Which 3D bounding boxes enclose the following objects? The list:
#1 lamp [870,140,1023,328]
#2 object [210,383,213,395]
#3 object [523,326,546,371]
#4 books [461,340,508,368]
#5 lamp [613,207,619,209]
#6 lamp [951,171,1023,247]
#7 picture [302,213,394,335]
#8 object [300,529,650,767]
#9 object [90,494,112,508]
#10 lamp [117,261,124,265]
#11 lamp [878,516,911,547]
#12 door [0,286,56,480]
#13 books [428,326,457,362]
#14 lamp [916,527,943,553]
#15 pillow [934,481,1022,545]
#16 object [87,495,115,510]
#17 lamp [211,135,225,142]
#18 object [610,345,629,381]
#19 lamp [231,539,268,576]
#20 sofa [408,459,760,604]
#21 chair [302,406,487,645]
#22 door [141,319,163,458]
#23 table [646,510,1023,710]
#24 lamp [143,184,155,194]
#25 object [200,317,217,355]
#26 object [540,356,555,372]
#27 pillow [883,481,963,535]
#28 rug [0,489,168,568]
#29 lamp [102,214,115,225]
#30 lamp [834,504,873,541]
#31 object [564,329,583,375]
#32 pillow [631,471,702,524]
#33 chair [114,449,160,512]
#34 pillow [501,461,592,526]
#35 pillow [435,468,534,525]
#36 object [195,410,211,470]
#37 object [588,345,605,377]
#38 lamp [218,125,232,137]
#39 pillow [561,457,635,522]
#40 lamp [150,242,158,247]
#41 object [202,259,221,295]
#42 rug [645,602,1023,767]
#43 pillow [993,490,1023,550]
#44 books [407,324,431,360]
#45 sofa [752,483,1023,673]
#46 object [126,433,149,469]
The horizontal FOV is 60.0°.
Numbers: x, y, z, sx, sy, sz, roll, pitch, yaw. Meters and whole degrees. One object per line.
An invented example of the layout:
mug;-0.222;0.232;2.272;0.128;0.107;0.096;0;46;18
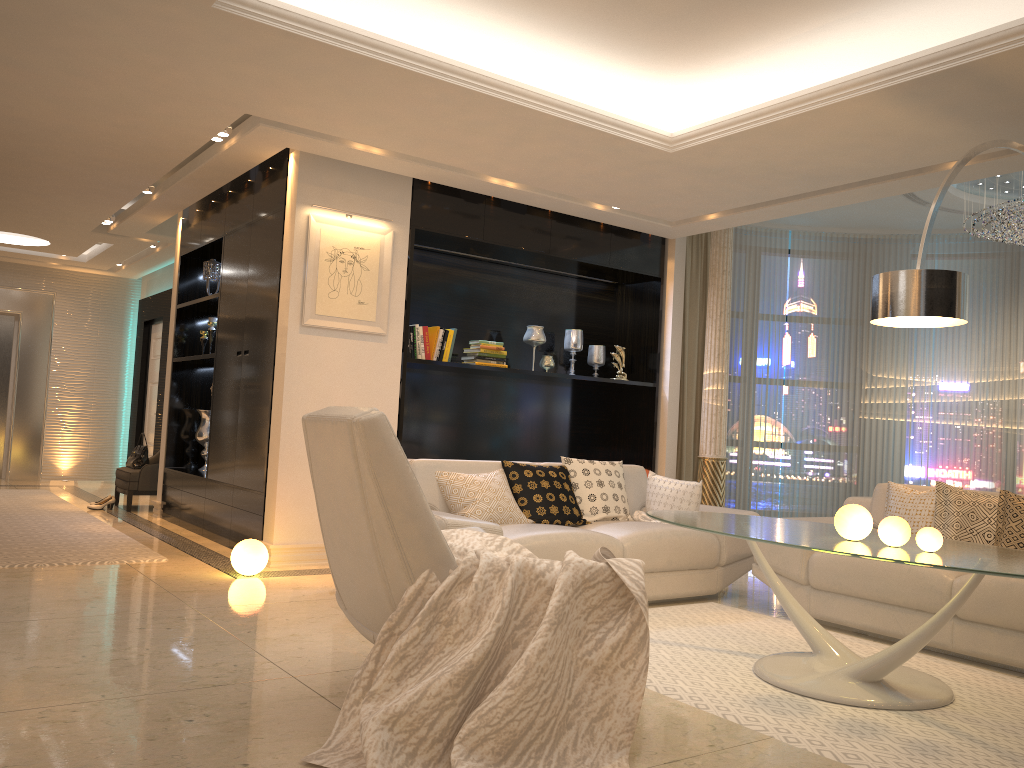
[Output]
lamp;2.433;0.042;4.369;2.009;2.519;0.393;5;-4;-35
object;-2.372;0.349;7.276;0.221;0.794;0.308;4;-3;-8
object;0.179;-0.274;7.167;0.181;0.381;0.181;6;-4;-41
books;-0.206;-0.222;6.823;0.296;0.197;0.260;5;-3;-33
lamp;0.797;-1.387;6.685;0.107;0.127;0.107;1;-4;36
lamp;4.342;-1.297;6.515;2.109;0.685;2.109;3;-3;10
picture;-1.083;-0.719;5.888;0.610;0.729;0.027;5;-4;-35
object;-0.068;0.795;2.893;0.972;0.580;1.347;3;-3;2
object;-3.853;1.096;8.330;0.235;0.135;0.084;2;-3;13
lamp;-4.755;-1.499;10.727;0.107;0.127;0.107;1;-4;36
lamp;1.448;0.559;3.360;0.115;0.115;0.115;4;-3;-10
door;-1.965;-6.050;2.214;83.408;24.296;83.408;4;-3;-14
books;-0.550;-0.285;6.548;0.210;0.261;0.212;5;-4;-35
lamp;1.528;0.570;3.247;0.090;0.091;0.090;2;-3;15
pillow;2.475;0.735;4.560;0.587;0.429;0.288;2;-3;29
object;-3.774;1.091;8.154;0.235;0.135;0.084;5;-3;-33
lamp;-1.863;-1.600;5.604;0.107;0.127;0.107;1;-4;36
object;0.907;-0.173;7.499;0.182;0.293;0.116;5;-4;-38
lamp;-1.550;1.024;5.241;0.213;0.214;0.212;3;-3;4
sofa;0.281;0.853;5.231;2.328;0.754;1.145;5;-4;-35
chair;-0.220;0.595;3.040;0.983;0.991;1.027;5;-4;-36
door;-4.296;0.234;10.648;0.089;2.034;0.919;5;-4;-35
table;1.363;0.906;3.590;0.999;0.565;2.140;5;-4;-36
lamp;-2.905;-1.583;7.073;0.107;0.127;0.107;1;-4;36
object;-2.612;-0.394;7.611;0.176;0.361;0.079;1;-4;36
object;0.285;-0.151;7.228;0.119;0.154;0.119;5;-3;-26
pillow;2.220;0.738;4.867;0.222;0.380;0.463;5;-3;-31
rug;-4.229;1.077;7.190;1.526;0.015;5.025;5;-4;-35
lamp;-3.794;-1.568;8.321;0.107;0.127;0.235;5;-4;-35
lamp;1.348;0.546;3.502;0.143;0.143;0.143;1;-4;39
object;0.518;-0.246;7.534;0.156;0.426;0.156;5;-3;-30
pillow;0.945;0.711;5.504;0.281;0.325;0.521;5;-3;-26
chair;-3.400;0.746;8.541;0.702;0.898;0.625;5;-3;-34
pillow;0.216;0.644;5.244;0.524;0.355;0.323;5;-4;-35
pillow;-0.152;0.644;4.969;0.521;0.329;0.351;5;-4;-35
object;-2.663;0.491;7.762;0.221;0.522;0.221;5;-3;-31
object;0.729;-0.172;7.675;0.147;0.317;0.147;5;-3;-33
lamp;-1.789;-1.601;5.499;0.107;0.127;0.107;1;-4;36
pillow;0.563;0.664;5.545;0.526;0.399;0.255;5;-4;-35
lamp;-3.812;-1.514;9.409;0.107;0.127;0.107;1;-4;36
object;-2.502;-0.869;7.387;0.155;0.347;0.155;1;-4;35
rug;1.353;1.200;3.550;1.661;0.020;2.900;5;-4;-36
pillow;2.601;0.721;4.258;0.301;0.436;0.575;5;-3;-29
books;-0.736;-0.306;6.411;0.240;0.270;0.208;5;-4;-35
sofa;2.474;0.931;4.390;1.145;0.754;2.328;5;-4;-35
object;-3.553;0.635;8.449;0.168;0.345;0.366;5;-4;-36
